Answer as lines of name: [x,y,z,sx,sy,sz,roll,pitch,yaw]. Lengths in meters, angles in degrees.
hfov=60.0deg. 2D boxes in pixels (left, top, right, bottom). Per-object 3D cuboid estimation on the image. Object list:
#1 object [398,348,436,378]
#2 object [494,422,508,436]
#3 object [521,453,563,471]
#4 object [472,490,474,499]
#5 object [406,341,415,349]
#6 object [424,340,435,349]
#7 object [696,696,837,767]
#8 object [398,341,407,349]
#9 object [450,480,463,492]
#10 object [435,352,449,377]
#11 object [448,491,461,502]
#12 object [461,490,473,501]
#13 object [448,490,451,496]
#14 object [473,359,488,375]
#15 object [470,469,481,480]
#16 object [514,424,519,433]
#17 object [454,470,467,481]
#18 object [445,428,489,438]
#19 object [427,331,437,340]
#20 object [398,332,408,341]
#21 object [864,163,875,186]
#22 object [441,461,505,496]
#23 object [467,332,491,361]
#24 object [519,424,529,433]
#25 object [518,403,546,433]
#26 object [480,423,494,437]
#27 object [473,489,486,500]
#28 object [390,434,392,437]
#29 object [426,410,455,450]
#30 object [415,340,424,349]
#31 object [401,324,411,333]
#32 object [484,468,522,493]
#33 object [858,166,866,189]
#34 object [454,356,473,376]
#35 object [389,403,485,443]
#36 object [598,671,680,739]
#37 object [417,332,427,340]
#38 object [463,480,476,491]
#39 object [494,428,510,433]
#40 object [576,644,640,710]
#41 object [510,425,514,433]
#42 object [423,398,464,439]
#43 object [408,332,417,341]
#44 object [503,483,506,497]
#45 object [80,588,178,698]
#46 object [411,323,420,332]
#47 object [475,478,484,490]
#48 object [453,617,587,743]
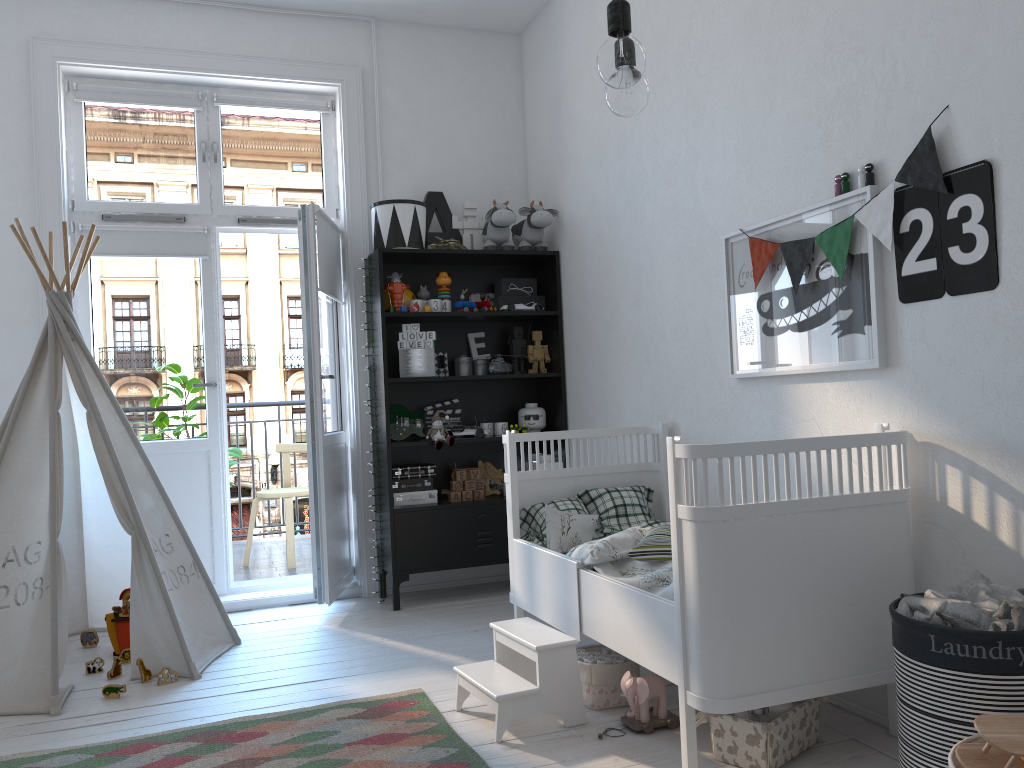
object: [-0.455,-0.097,4.264,0.170,0.138,0.124,-3,-1,-5]
object: [-0.052,0.224,4.398,0.067,0.067,0.067,-3,-1,-6]
object: [0.154,0.455,4.505,0.132,0.199,0.267,-2,-1,-20]
object: [-0.172,0.543,4.397,0.050,0.050,0.050,-2,-1,-20]
object: [-0.485,-0.185,4.235,0.040,0.040,0.040,-2,-1,-15]
object: [-0.394,-0.189,4.235,0.040,0.040,0.040,-3,-1,10]
object: [0.661,0.869,2.301,0.360,0.163,0.242,-1,-2,-45]
object: [-0.523,-0.183,4.223,0.040,0.040,0.040,-3,-1,-5]
object: [-0.270,0.496,4.322,0.050,0.050,0.050,-2,-1,-20]
object: [-0.361,-0.095,4.500,0.070,0.134,0.028,-2,-1,-20]
object: [-0.277,0.545,4.297,0.050,0.050,0.050,-2,-1,-20]
object: [-0.222,0.543,4.317,0.050,0.050,0.050,-2,-1,-15]
object: [-0.282,0.547,4.353,0.050,0.050,0.050,-2,-1,-20]
object: [-0.125,-0.086,4.460,0.078,0.091,0.246,-2,-1,-25]
object: [-0.179,0.443,4.351,0.050,0.050,0.050,-3,-1,0]
object: [0.021,0.228,4.425,0.042,0.054,0.031,-2,-1,-20]
object: [-0.253,0.445,4.322,0.050,0.050,0.050,-2,-1,-20]
object: [-0.229,0.241,4.342,0.230,0.048,0.098,-3,-1,5]
object: [-0.384,-0.229,4.236,0.040,0.040,0.040,-3,-1,5]
object: [-0.519,-0.223,4.224,0.040,0.040,0.040,-2,-1,-10]
object: [0.968,-0.566,2.401,0.025,0.064,0.025,-2,-1,-27]
object: [-0.189,0.480,4.473,0.337,0.186,0.111,-3,-1,-5]
object: [-0.171,-0.194,4.581,0.107,0.151,0.055,-2,-1,-20]
object: [0.060,0.226,4.407,0.042,0.054,0.031,-3,-1,25]
object: [0.102,0.178,4.510,0.139,0.162,0.139,-4,-1,45]
object: [-0.124,0.228,4.422,0.067,0.067,0.067,-3,-1,-6]
object: [-0.159,0.541,4.340,0.050,0.050,0.050,-3,-1,10]
object: [-0.602,0.254,4.311,0.042,0.054,0.031,-2,-1,-10]
object: [-0.337,0.215,4.179,0.110,0.186,0.129,-2,-1,-33]
object: [-0.440,-0.187,4.231,0.040,0.040,0.040,-3,-1,-5]
object: [-0.504,-0.264,4.226,0.040,0.040,0.040,-2,-1,-15]
object: [-0.075,0.505,4.608,0.347,0.120,0.034,-2,-1,-20]
object: [0.959,-0.565,2.424,0.025,0.064,0.025,-2,-1,-24]
object: [-0.246,-0.088,4.505,0.095,0.110,0.095,-2,-1,-15]
object: [-0.391,0.209,4.471,0.542,0.239,0.093,-2,-1,-19]
object: [0.343,0.895,2.500,0.254,0.151,0.125,-2,-1,-21]
object: [-0.429,-0.227,4.232,0.040,0.040,0.040,-3,-1,10]
object: [-0.210,0.493,4.323,0.050,0.050,0.050,-2,-1,-20]
object: [-0.064,0.244,4.561,0.163,0.034,0.069,-2,-1,-20]
object: [0.291,0.905,2.769,0.215,0.148,0.240,-2,-1,-13]
object: [0.000,0.228,4.360,0.031,0.054,0.042,-3,-1,30]
object: [-0.345,0.175,4.461,0.200,0.199,0.048,-2,-1,-20]
object: [-0.474,-0.225,4.228,0.040,0.040,0.040,-3,-1,0]
object: [-0.009,0.526,4.417,0.067,0.067,0.067,-3,-1,-6]
object: [-1.427,0.929,3.397,0.385,0.283,0.857,-2,-1,-28]
object: [-0.462,-0.266,4.230,0.040,0.040,0.040,-2,-1,-10]
object: [-0.168,0.492,4.367,0.050,0.050,0.050,-2,-1,-20]
object: [0.015,0.865,2.639,0.288,0.245,0.332,-2,-1,-25]
